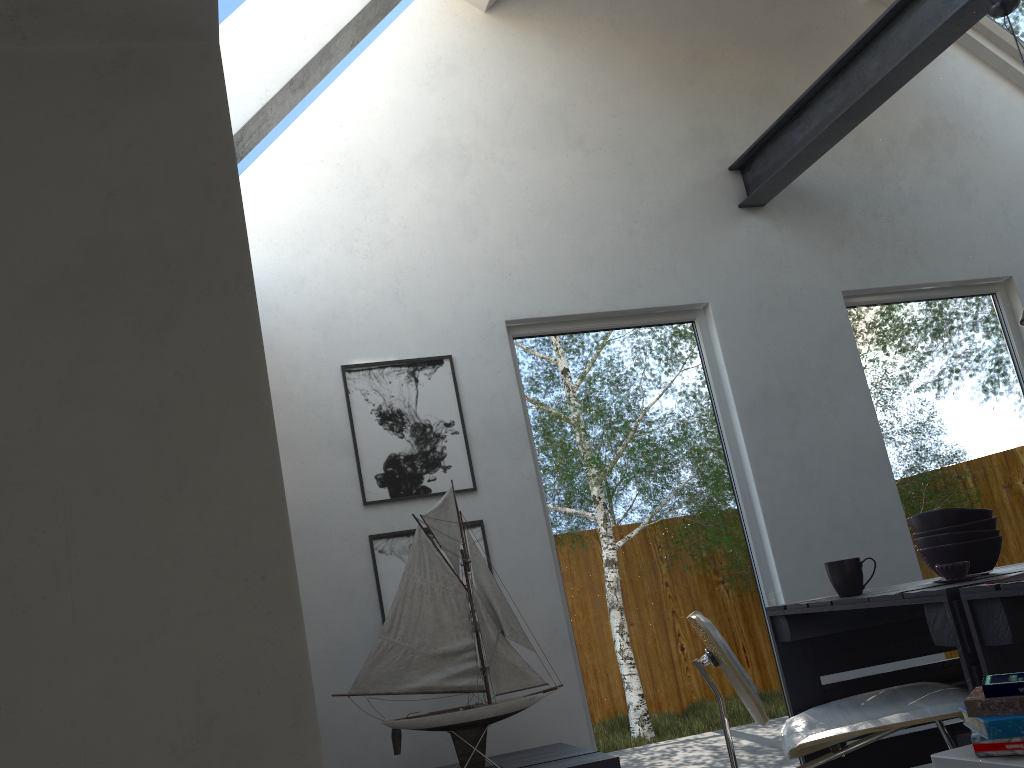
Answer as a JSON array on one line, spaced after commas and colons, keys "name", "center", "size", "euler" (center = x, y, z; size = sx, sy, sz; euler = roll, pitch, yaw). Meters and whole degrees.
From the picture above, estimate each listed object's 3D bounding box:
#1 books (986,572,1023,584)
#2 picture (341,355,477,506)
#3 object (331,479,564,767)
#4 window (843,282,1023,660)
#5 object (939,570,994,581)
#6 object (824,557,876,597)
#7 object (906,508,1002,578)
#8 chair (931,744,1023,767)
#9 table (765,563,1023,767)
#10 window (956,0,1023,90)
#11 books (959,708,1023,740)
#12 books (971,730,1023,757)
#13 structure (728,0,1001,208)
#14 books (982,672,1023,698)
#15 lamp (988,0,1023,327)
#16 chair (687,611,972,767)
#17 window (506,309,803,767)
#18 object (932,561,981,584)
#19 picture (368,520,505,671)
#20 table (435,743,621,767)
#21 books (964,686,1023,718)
[{"name": "books", "center": [1.297, 0.419, 2.029], "size": [0.327, 0.030, 0.210], "euler": [-22, -19, 40]}, {"name": "picture", "center": [-0.423, 0.182, 3.569], "size": [0.459, 0.576, 0.026], "euler": [-7, -12, -13]}, {"name": "object", "center": [-0.246, 0.820, 2.955], "size": [0.768, 0.978, 0.146], "euler": [-7, -12, -13]}, {"name": "window", "center": [2.189, 0.558, 4.093], "size": [0.957, 2.101, 0.061], "euler": [-8, -12, -13]}, {"name": "object", "center": [1.243, 0.527, 2.396], "size": [0.139, 0.013, 0.027], "euler": [-15, -15, 22]}, {"name": "object", "center": [1.027, 0.587, 2.656], "size": [0.096, 0.108, 0.137], "euler": [-4, -14, -25]}, {"name": "object", "center": [1.358, 0.483, 2.662], "size": [0.208, 0.211, 0.202], "euler": [-7, -13, -15]}, {"name": "chair", "center": [1.086, 0.922, 1.602], "size": [0.420, 0.498, 0.443], "euler": [-5, -14, -21]}, {"name": "table", "center": [1.850, 0.797, 2.203], "size": [1.460, 0.787, 1.676], "euler": [-6, -14, -16]}, {"name": "window", "center": [2.971, -1.621, 4.232], "size": [1.442, 1.379, 0.868], "euler": [-7, -13, -14]}, {"name": "books", "center": [1.040, 0.631, 1.672], "size": [0.296, 0.033, 0.193], "euler": [-13, -15, 16]}, {"name": "books", "center": [1.047, 0.664, 1.665], "size": [0.303, 0.034, 0.188], "euler": [-18, -17, 30]}, {"name": "structure", "center": [1.202, -1.026, 3.849], "size": [0.131, 0.206, 2.643], "euler": [-6, -15, -19]}, {"name": "books", "center": [1.029, 0.573, 1.685], "size": [0.218, 0.025, 0.137], "euler": [-18, -17, 30]}, {"name": "lamp", "center": [1.647, -0.766, 2.686], "size": [0.417, 1.083, 0.451], "euler": [-7, -12, -16]}, {"name": "chair", "center": [0.974, 1.007, 2.498], "size": [0.801, 0.809, 0.679], "euler": [-13, -13, 14]}, {"name": "window", "center": [0.611, 0.723, 3.737], "size": [0.957, 2.101, 0.061], "euler": [-8, -12, -13]}, {"name": "object", "center": [1.204, 0.513, 2.381], "size": [0.110, 0.056, 0.124], "euler": [-2, -16, -28]}, {"name": "picture", "center": [-0.287, 0.851, 3.434], "size": [0.459, 0.576, 0.026], "euler": [-7, -12, -13]}, {"name": "table", "center": [-0.130, 1.505, 2.898], "size": [0.900, 0.410, 0.547], "euler": [-6, -14, -14]}, {"name": "books", "center": [1.031, 0.602, 1.683], "size": [0.272, 0.032, 0.165], "euler": [-19, -18, 34]}]
